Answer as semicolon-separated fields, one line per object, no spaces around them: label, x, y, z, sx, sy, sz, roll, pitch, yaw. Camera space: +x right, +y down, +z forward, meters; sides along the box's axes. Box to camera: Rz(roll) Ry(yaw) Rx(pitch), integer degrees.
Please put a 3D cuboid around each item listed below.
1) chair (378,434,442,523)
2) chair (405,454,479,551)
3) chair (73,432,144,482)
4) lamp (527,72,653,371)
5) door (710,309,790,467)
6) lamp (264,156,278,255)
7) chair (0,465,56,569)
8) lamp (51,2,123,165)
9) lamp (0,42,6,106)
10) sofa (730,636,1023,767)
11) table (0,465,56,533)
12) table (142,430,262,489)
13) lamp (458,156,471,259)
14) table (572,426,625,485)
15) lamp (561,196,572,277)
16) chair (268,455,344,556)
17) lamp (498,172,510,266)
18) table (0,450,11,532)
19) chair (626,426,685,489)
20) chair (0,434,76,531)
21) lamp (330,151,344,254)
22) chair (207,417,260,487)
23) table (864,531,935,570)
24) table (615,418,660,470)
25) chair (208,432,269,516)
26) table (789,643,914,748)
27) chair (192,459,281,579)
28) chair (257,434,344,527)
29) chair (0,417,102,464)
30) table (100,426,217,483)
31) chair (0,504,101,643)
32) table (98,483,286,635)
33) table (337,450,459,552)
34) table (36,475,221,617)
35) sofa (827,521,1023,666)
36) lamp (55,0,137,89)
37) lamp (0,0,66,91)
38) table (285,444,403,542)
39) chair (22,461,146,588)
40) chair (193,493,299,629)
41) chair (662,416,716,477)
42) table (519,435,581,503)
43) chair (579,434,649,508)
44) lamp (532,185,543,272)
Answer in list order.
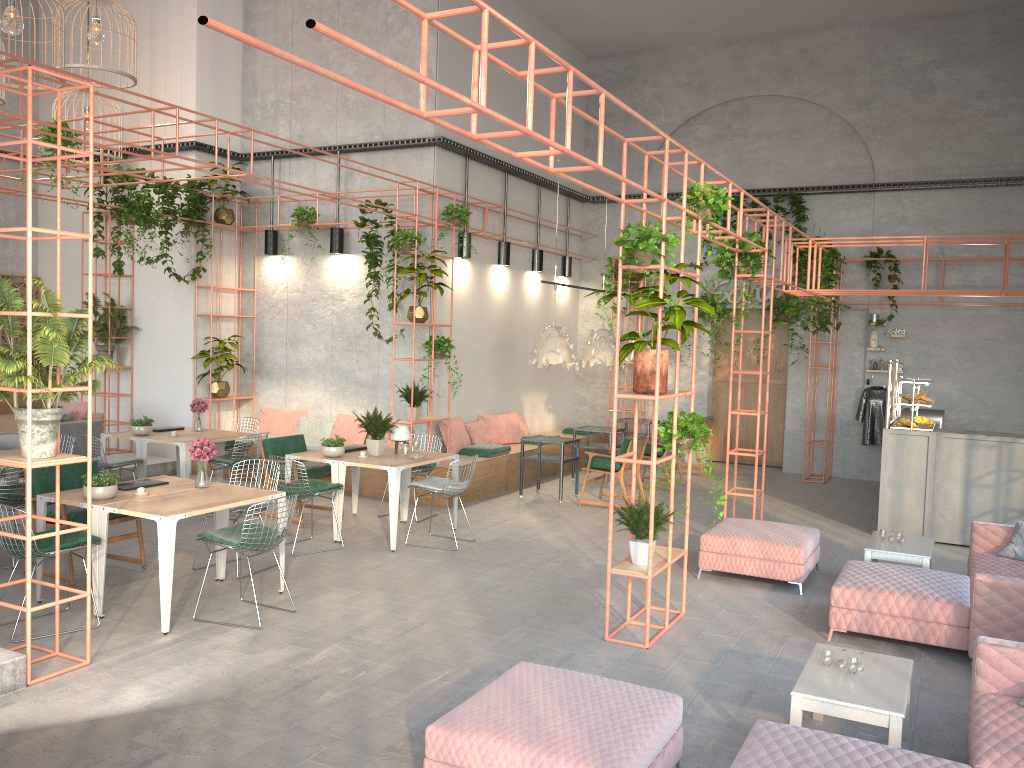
chair;-1.184;1.081;10.365;0.565;0.941;0.717;3;4;28
chair;-0.712;1.165;9.088;0.717;0.941;0.565;3;3;23
chair;-4.535;0.994;9.990;0.565;0.941;0.717;5;4;43
lamp;1.421;-2.259;13.312;0.704;4.052;4.456;3;3;27
door;4.321;0.042;15.854;1.360;2.729;0.551;3;3;27
lamp;-3.525;-2.619;13.021;0.179;1.425;0.185;3;3;27
chair;-4.470;1.108;7.935;0.717;0.941;0.565;3;3;23
lamp;-5.766;-4.821;12.069;0.883;3.476;0.883;1;3;-10
lamp;-6.539;-5.183;10.562;0.883;3.476;0.883;1;3;-10
sofa;2.006;1.683;3.729;1.960;0.672;2.219;3;3;27
table;-4.929;1.127;8.149;0.694;0.830;1.214;3;3;27
table;-3.681;1.034;10.582;0.694;0.830;1.214;3;3;27
lamp;-0.655;-2.503;12.569;0.185;1.425;0.179;3;3;27
table;1.304;1.071;13.446;0.635;0.798;0.602;3;3;27
lamp;0.991;-2.625;15.784;0.185;1.425;0.179;3;3;27
chair;-2.023;1.144;8.710;0.565;0.941;0.717;5;4;43
lamp;-0.105;-2.544;13.644;0.185;1.425;0.179;3;3;27
table;-5.548;1.090;8.461;0.694;0.830;1.205;3;3;27
chair;2.137;1.053;13.026;0.685;0.930;0.722;3;3;27
chair;-4.942;1.024;9.212;0.565;0.941;0.717;3;4;28
lamp;-2.450;-2.555;12.473;0.179;1.425;0.185;3;3;27
chair;-3.696;0.931;11.645;0.565;0.941;0.717;3;4;28
table;3.390;1.616;7.768;0.520;0.455;0.916;3;3;27
table;2.103;1.011;15.007;0.635;0.798;0.602;3;3;27
chair;-3.224;1.016;10.368;0.717;0.941;0.565;3;3;23
table;1.779;1.739;4.624;0.520;0.455;0.916;3;3;27
chair;-2.437;1.176;7.881;0.565;0.941;0.717;3;4;28
chair;-2.390;1.065;10.031;0.685;0.917;0.722;3;3;27
chair;-6.191;0.786;11.641;1.127;0.672;1.052;3;3;27
table;-4.302;0.997;10.894;0.694;0.830;1.205;3;3;27
chair;-3.275;1.239;6.225;0.565;0.941;0.717;5;4;43
table;-2.422;1.291;6.818;0.694;0.830;1.214;3;3;27
table;-1.169;1.184;9.301;0.694;0.830;1.214;3;3;27
table;-3.044;1.255;7.130;0.694;0.830;1.205;3;3;27
sofa;3.616;1.564;6.873;1.960;0.672;2.219;3;3;27
lamp;-4.841;-5.336;10.353;0.883;3.476;0.883;1;3;-10
lamp;-4.563;-4.567;8.100;0.883;3.476;0.883;1;3;-10
table;-1.791;1.147;9.614;0.694;0.830;1.205;3;3;27
chair;-3.643;1.160;7.546;0.685;0.917;0.722;3;3;27
chair;-1.965;1.260;6.603;0.717;0.941;0.565;3;3;23
chair;2.927;0.994;14.568;0.685;0.930;0.722;3;3;27
table;0.504;1.130;11.885;0.635;0.798;0.602;3;3;27
chair;1.331;1.112;11.451;0.685;0.929;0.722;3;3;27
lamp;0.441;-2.584;14.709;0.185;1.425;0.179;3;3;27
